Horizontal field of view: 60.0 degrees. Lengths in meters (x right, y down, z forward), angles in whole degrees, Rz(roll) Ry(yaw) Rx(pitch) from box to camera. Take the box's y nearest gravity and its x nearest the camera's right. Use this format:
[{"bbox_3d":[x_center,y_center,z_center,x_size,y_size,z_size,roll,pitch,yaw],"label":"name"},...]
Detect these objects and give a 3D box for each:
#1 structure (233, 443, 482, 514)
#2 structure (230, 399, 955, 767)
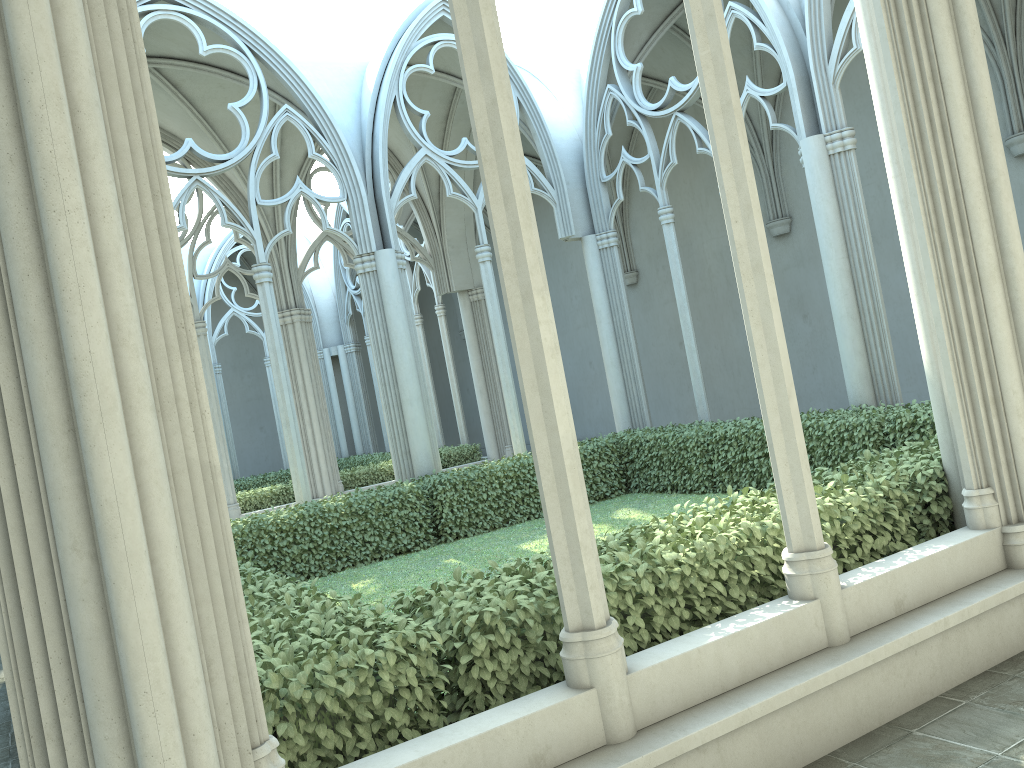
[{"bbox_3d":[-5.836,2.633,19.909,7.995,0.963,8.018,-10,-1,-30],"label":"structure"},{"bbox_3d":[0.496,1.303,8.558,7.995,0.963,8.018,-10,-1,-30],"label":"structure"}]
